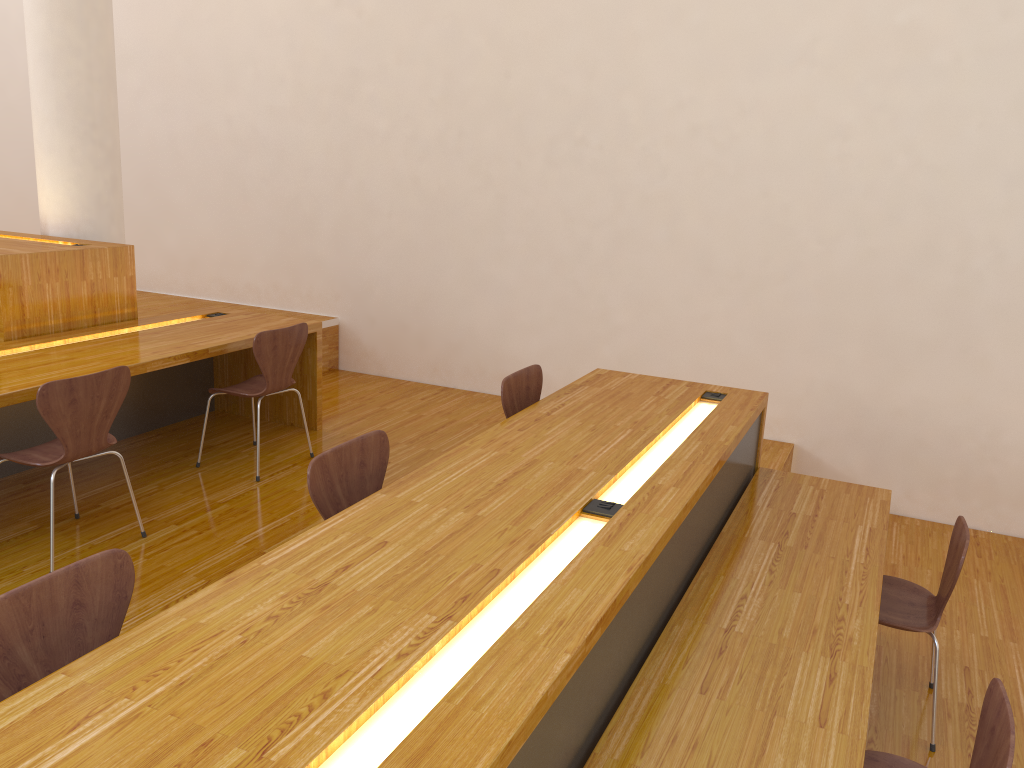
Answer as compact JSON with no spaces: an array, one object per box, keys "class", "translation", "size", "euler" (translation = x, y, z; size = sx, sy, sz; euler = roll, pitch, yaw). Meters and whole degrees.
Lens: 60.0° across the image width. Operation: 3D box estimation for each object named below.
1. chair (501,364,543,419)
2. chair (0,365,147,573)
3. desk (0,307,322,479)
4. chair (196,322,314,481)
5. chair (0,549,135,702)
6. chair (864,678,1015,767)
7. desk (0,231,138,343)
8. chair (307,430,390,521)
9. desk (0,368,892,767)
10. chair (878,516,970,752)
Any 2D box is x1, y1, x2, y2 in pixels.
[{"class":"chair","translation":[0.176,0.310,3.486],"size":[0.381,0.693,0.428],"euler":[9,15,23]},{"class":"chair","translation":[-1.662,0.273,3.256],"size":[0.381,0.693,0.428],"euler":[9,15,23]},{"class":"desk","translation":[-2.042,0.219,3.600],"size":[0.760,0.606,3.185],"euler":[9,15,23]},{"class":"chair","translation":[-1.235,0.046,4.266],"size":[0.381,0.693,0.428],"euler":[9,15,23]},{"class":"chair","translation":[-0.721,0.719,1.642],"size":[0.381,0.693,0.428],"euler":[9,15,23]},{"class":"chair","translation":[0.886,1.023,2.058],"size":[0.381,0.693,0.428],"euler":[9,15,23]},{"class":"desk","translation":[-3.554,-0.569,4.897],"size":[3.185,0.606,0.760],"euler":[9,15,23]},{"class":"chair","translation":[-0.320,0.527,2.506],"size":[0.381,0.693,0.428],"euler":[9,15,23]},{"class":"desk","translation":[0.281,0.785,2.436],"size":[1.285,0.918,3.236],"euler":[9,15,23]},{"class":"chair","translation":[1.312,0.796,3.068],"size":[0.381,0.693,0.428],"euler":[9,15,23]}]
